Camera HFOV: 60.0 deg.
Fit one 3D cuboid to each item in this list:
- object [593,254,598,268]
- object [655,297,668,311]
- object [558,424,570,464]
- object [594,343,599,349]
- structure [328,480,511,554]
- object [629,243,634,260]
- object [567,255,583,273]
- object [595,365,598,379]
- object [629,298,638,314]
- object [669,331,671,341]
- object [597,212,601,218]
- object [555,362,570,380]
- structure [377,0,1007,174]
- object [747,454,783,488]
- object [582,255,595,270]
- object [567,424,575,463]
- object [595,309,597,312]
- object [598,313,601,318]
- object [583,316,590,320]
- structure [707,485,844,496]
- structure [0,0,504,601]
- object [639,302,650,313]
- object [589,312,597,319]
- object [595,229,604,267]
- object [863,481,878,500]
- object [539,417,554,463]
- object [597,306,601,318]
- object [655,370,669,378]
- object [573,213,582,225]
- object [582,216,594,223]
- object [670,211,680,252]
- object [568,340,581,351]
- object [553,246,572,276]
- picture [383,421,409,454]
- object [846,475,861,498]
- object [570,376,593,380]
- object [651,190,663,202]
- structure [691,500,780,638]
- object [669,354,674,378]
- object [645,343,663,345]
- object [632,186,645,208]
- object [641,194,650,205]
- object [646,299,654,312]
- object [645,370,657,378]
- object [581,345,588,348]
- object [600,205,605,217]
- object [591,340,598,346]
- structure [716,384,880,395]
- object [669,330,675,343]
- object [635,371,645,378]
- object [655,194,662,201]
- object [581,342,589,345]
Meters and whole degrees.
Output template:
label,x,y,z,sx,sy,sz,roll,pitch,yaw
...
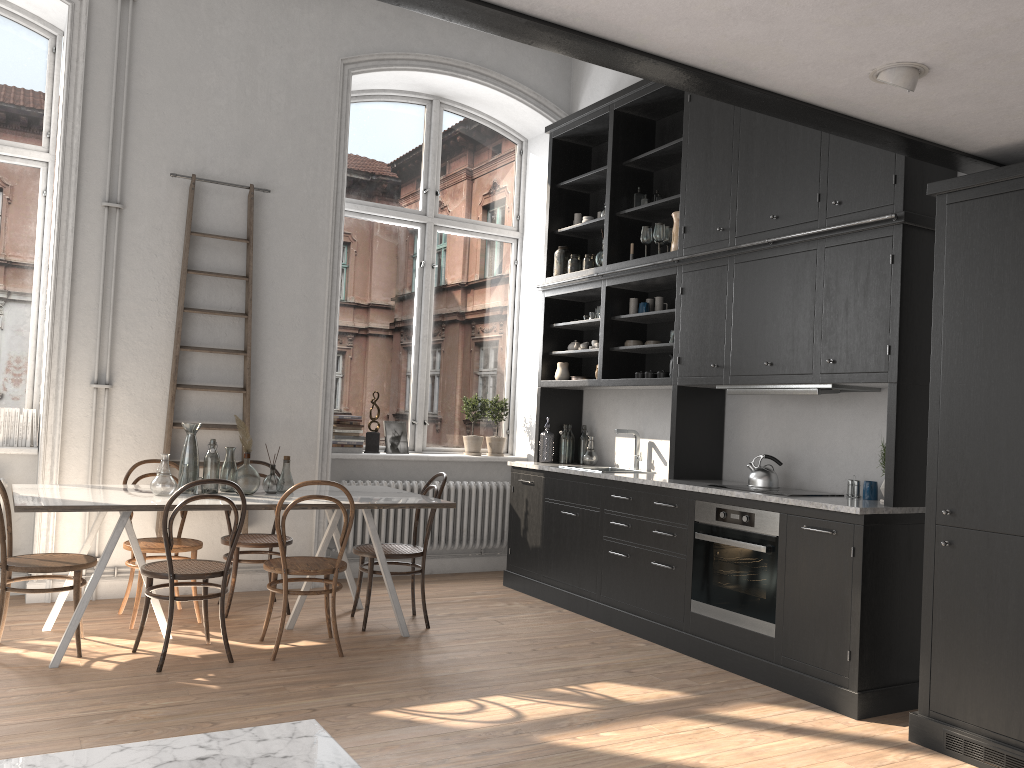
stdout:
label,x,y,z,sx,sy,sz,roll,pitch,yaw
object,0.635,-0.896,6.806,0.092,0.184,0.092,2,-2,25
object,1.021,-0.529,6.099,0.082,0.135,0.059,1,-3,43
object,0.403,0.460,6.805,0.086,0.301,0.086,4,-2,-44
object,0.627,-0.273,6.514,0.049,0.054,0.039,3,-2,-4
structure,-0.669,1.037,7.004,1.577,0.552,0.194,4,-2,-30
object,0.836,-0.905,6.180,0.123,0.161,0.123,4,-2,-21
object,0.480,-0.898,6.730,0.114,0.155,0.114,4,-2,-26
object,0.634,-0.086,6.372,0.069,0.123,0.173,3,-2,2
object,0.858,-0.531,6.228,0.059,0.135,0.082,2,-2,28
object,1.060,-0.299,5.845,0.058,0.094,0.058,2,-2,9
object,0.686,-1.251,6.807,0.059,0.135,0.082,3,-2,-7
object,0.393,-0.091,6.824,0.115,0.144,0.127,1,-2,39
structure,0.848,-1.707,0.841,5.928,1.212,4.158,4,-3,-30
object,1.437,0.494,5.063,0.171,0.186,0.171,3,-2,-19
object,0.578,-0.892,6.669,0.096,0.150,0.096,4,-3,-41
object,0.446,0.466,6.921,0.086,0.301,0.086,3,-2,-16
object,0.649,-0.510,6.666,0.060,0.107,0.060,2,-2,28
object,0.660,-0.488,6.454,0.071,0.047,0.072,2,-2,8
object,0.568,-0.484,6.655,0.071,0.047,0.072,2,-2,8
structure,1.434,0.584,4.864,0.427,0.011,0.592,4,-3,-30
structure,-2.141,-0.828,6.073,5.183,4.473,0.340,4,-2,-30
object,0.911,-0.512,6.124,0.082,0.093,0.140,2,-2,25
object,0.605,-0.496,6.580,0.064,0.069,0.064,2,-2,18
object,0.669,-1.004,6.358,0.134,0.357,0.134,2,-2,15
object,1.833,0.546,4.549,0.140,0.093,0.082,5,-3,-40
object,0.269,0.427,6.802,0.109,0.349,0.109,1,-2,41
object,0.653,-0.516,6.524,0.060,0.107,0.060,3,-2,-2
object,0.988,-0.060,5.780,0.104,0.059,0.088,4,-2,-21
object,0.512,-1.255,6.917,0.059,0.135,0.082,3,-2,-2
object,0.586,-1.235,6.835,0.096,0.095,0.096,3,-2,4
object,1.065,-0.966,5.679,0.094,0.267,0.116,2,-2,12
object,0.492,-0.289,6.864,0.125,0.100,0.140,1,-3,41
object,0.393,-0.938,6.845,0.118,0.238,0.118,5,-3,-44
picture,-0.948,0.428,7.080,0.149,0.264,0.221,1,-3,44
object,1.796,0.538,4.659,0.040,0.116,0.080,4,-2,-25
object,0.529,-0.034,6.721,0.180,0.037,0.180,1,-3,45
object,1.020,-1.277,6.256,0.065,0.177,0.084,3,-2,-8
structure,1.410,0.978,4.848,0.618,0.623,0.622,4,-2,-30
object,1.076,-0.126,5.683,0.124,0.191,0.129,3,-2,-2
object,0.984,-0.262,6.145,0.132,0.038,0.132,2,-2,18
object,0.894,-1.294,6.253,0.084,0.199,0.065,3,-2,-8
object,0.927,-1.258,6.170,0.053,0.125,0.041,2,-2,27
object,0.957,-0.527,6.223,0.082,0.135,0.059,3,-2,-2
object,0.920,-0.060,5.856,0.104,0.059,0.088,1,-3,39
object,0.545,-0.277,6.713,0.055,0.033,0.058,1,-3,35
object,0.719,-1.303,6.539,0.132,0.219,0.132,1,-2,34
object,0.614,-0.296,6.582,0.039,0.055,0.049,3,-2,-9
structure,1.572,0.010,4.952,0.379,0.123,0.844,4,-3,-30
object,1.052,-0.302,5.773,0.058,0.094,0.058,2,-2,9
object,0.870,-0.059,5.958,0.088,0.059,0.104,5,-3,-41
object,1.015,-1.254,6.147,0.044,0.121,0.058,3,-2,-3
object,0.547,-0.297,6.714,0.055,0.047,0.058,3,-2,-15
